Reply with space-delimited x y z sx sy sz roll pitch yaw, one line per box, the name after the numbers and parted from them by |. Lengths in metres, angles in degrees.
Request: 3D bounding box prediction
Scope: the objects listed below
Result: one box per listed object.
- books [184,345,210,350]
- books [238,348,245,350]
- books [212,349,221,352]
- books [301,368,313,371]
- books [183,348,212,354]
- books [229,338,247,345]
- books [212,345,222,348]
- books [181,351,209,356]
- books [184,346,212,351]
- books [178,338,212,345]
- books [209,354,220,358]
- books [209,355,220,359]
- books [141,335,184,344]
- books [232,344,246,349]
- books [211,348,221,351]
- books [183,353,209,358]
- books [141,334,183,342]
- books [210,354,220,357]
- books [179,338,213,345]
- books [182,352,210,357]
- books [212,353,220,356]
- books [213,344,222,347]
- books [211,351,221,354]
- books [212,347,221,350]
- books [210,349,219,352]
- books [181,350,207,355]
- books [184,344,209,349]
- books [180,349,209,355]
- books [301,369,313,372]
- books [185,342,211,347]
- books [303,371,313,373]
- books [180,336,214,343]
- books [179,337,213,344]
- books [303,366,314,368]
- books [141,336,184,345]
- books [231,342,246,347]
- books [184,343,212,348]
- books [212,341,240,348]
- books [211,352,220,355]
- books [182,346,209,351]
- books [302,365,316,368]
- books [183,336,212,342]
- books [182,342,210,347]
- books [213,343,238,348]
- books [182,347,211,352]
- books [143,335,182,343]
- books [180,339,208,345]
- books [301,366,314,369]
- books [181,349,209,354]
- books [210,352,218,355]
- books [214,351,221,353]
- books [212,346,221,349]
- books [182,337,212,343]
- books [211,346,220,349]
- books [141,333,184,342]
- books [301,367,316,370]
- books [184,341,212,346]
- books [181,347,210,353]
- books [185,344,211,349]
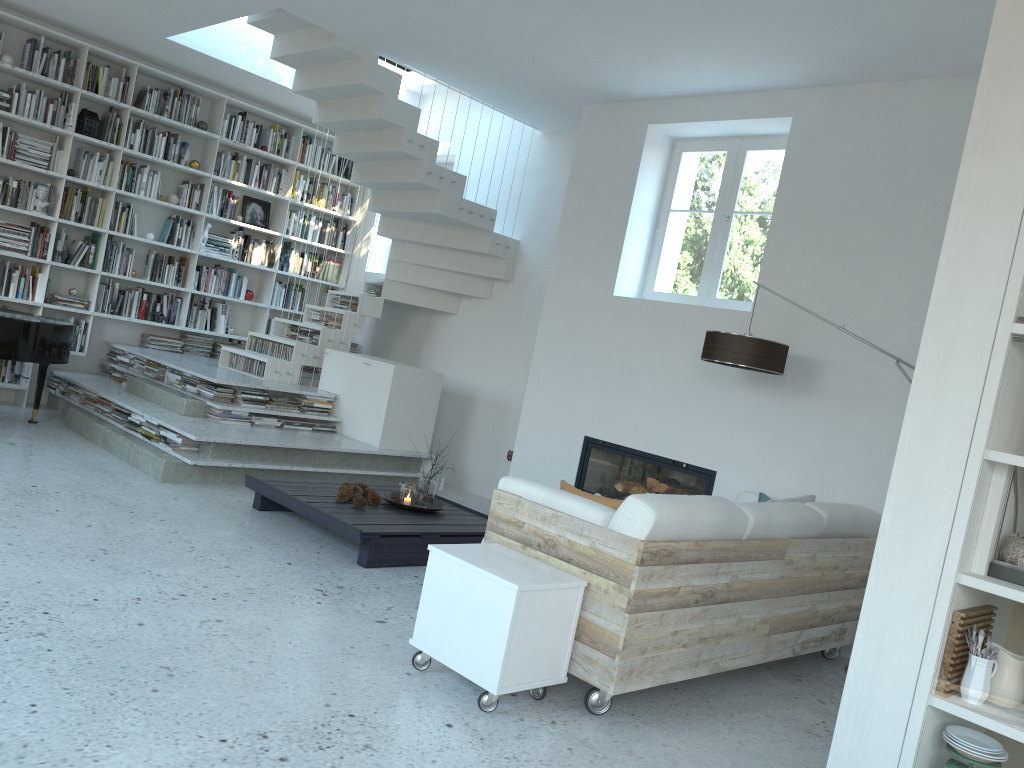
-3.135 -0.368 8.762 0.254 0.007 0.160 10 3 -44 | books
-2.749 -0.361 9.084 0.173 0.019 0.196 10 2 -40 | books
-2.878 -0.326 9.026 0.328 0.008 0.207 10 3 -44 | books
-2.336 -0.180 9.589 0.328 0.008 0.207 10 3 -42 | books
-3.135 -0.333 8.758 0.285 0.007 0.159 10 2 -40 | books
-2.744 -0.424 9.075 0.205 0.036 0.266 10 3 -44 | books
-2.863 -0.361 9.016 0.328 0.008 0.207 10 2 -40 | books
-3.144 -0.306 8.759 0.254 0.007 0.160 10 2 -41 | books
-3.131 -0.360 8.758 0.159 0.007 0.285 13 2 41 | books
-3.127 -0.418 8.758 0.285 0.005 0.159 10 3 -44 | books
-2.885 -0.265 9.025 0.328 0.008 0.207 10 3 -42 | books
-2.885 -0.257 9.024 0.207 0.008 0.328 13 2 41 | books
-3.361 -0.428 8.524 0.346 0.007 0.193 10 3 -43 | books
-2.742 -0.376 9.088 0.165 0.015 0.242 10 3 -42 | books
-2.872 -0.332 9.021 0.368 0.007 0.205 10 3 -42 | books
-3.148 -0.293 8.762 0.254 0.007 0.160 10 3 -42 | books
-3.358 -0.443 8.523 0.193 0.007 0.346 13 3 43 | books
-2.888 -0.274 9.029 0.368 0.007 0.205 10 3 -44 | books
-3.126 -0.423 8.758 0.159 0.005 0.285 13 3 44 | books
-3.151 -0.301 8.766 0.285 0.007 0.159 10 3 -45 | books
-2.888 -0.282 9.030 0.328 0.008 0.207 10 3 -45 | books
-2.867 -0.371 9.022 0.328 0.008 0.207 10 3 -43 | books
-2.880 -0.303 9.025 0.328 0.008 0.207 10 3 -43 | books
-2.871 -0.339 9.021 0.207 0.008 0.328 13 2 42 | books
-2.879 -0.318 9.027 0.368 0.007 0.205 10 3 -44 | books
-3.148 -0.315 8.765 0.254 0.007 0.160 10 3 -45 | books
-3.127 -0.373 8.756 0.159 0.007 0.285 13 2 40 | books
-3.145 -0.321 8.763 0.254 0.007 0.160 10 3 -44 | books
-2.334 -0.172 9.585 0.328 0.008 0.207 10 2 -40 | books
-3.132 -0.402 8.760 0.254 0.006 0.160 10 3 -45 | books
-2.340 -0.158 9.590 0.368 0.007 0.205 10 3 -42 | books
-3.116 -0.443 8.756 0.159 0.005 0.285 13 2 42 | books
-3.119 -0.432 8.752 0.159 0.005 0.285 13 2 41 | books
-2.331 -0.211 9.590 0.328 0.008 0.207 10 2 -37 | books
-3.356 -0.419 8.518 0.193 0.007 0.346 13 2 40 | books
-2.739 -0.394 9.087 0.284 0.012 0.159 13 2 41 | books
-3.131 -0.388 8.762 0.285 0.007 0.159 10 3 -44 | books
-2.862 -0.393 9.021 0.368 0.007 0.205 10 3 -43 | books
-2.879 -0.295 9.023 0.205 0.007 0.368 13 2 42 | books
-3.133 -0.354 8.758 0.160 0.007 0.254 13 2 41 | books
-2.330 -0.219 9.590 0.368 0.007 0.205 10 3 -43 | books
-3.112 -0.447 8.753 0.160 0.006 0.254 13 2 40 | books
-3.131 -0.396 8.763 0.285 0.007 0.159 10 3 -45 | books
-2.857 -0.384 9.014 0.205 0.007 0.368 13 2 40 | books
-3.137 -0.348 8.762 0.285 0.007 0.159 10 3 -43 | books
-3.359 -0.435 8.523 0.308 0.008 0.194 10 3 -43 | books
-3.128 -0.412 8.758 0.160 0.006 0.254 13 3 44 | books
-2.331 -0.203 9.588 0.328 0.008 0.207 10 3 -42 | books
-3.139 -0.327 8.758 0.159 0.007 0.285 13 2 41 | books
-2.885 -0.289 9.028 0.207 0.008 0.328 13 3 44 | books
-2.878 -0.310 9.025 0.207 0.008 0.328 13 3 43 | books
-2.872 -0.355 9.025 0.205 0.007 0.368 13 3 44 | books
-3.116 -0.437 8.755 0.254 0.006 0.160 10 2 -41 | books
-2.871 -0.347 9.023 0.328 0.008 0.207 10 3 -43 | books
-3.356 -0.450 8.523 0.346 0.007 0.193 10 3 -43 | books
-2.330 -0.195 9.586 0.368 0.007 0.205 10 2 -39 | books
-3.128 -0.406 8.757 0.159 0.005 0.285 13 3 43 | books
-3.135 -0.340 8.760 0.160 0.007 0.254 13 2 41 | books
-3.132 -0.381 8.762 0.254 0.007 0.160 10 3 -44 | books
